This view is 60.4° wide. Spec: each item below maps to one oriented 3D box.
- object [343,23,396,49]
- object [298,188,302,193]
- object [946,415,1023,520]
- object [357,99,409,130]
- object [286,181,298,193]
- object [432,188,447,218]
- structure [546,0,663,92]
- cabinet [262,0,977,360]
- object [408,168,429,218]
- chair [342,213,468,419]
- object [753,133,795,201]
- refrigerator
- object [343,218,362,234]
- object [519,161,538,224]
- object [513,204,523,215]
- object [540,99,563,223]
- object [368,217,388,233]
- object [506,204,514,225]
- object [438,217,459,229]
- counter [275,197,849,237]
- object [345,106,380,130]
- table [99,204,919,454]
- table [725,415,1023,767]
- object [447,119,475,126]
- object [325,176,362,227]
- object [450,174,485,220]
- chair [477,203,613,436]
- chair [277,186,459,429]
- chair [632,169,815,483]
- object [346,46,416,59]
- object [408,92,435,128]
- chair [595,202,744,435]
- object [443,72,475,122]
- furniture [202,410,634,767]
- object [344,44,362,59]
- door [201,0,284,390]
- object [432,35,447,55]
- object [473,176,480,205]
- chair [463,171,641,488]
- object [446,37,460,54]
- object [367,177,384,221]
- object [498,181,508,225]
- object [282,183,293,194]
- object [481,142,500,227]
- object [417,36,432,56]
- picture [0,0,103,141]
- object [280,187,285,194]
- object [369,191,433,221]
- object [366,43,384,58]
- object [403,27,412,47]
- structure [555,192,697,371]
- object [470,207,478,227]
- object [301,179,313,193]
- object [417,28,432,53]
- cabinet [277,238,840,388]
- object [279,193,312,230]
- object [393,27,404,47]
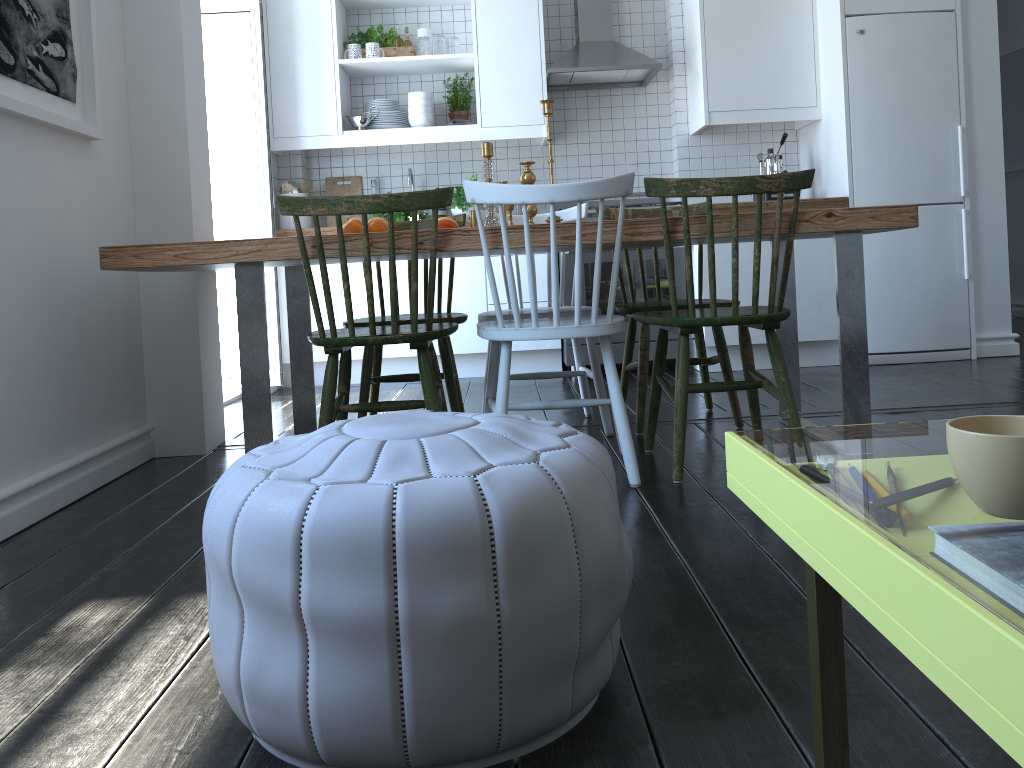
[{"bbox_3d":[-0.851,-2.006,5.222,0.347,0.254,0.164,-4,3,-11],"label":"object"},{"bbox_3d":[-1.214,-1.010,5.070,0.051,0.246,0.114,-4,2,-36],"label":"object"},{"bbox_3d":[0.374,0.064,0.657,0.086,0.066,0.087,0,6,27],"label":"object"},{"bbox_3d":[-0.762,-1.564,5.190,0.300,0.194,0.308,-3,6,1],"label":"object"},{"bbox_3d":[-1.242,-1.026,5.038,0.064,0.289,0.141,-4,2,-27],"label":"object"},{"bbox_3d":[-0.440,-1.067,5.303,0.085,0.230,0.085,-4,2,-36],"label":"object"},{"bbox_3d":[0.474,-2.410,5.093,0.633,1.301,0.530,-3,2,-1],"label":"structure"},{"bbox_3d":[0.496,-1.268,4.980,3.787,2.367,0.782,-3,1,3],"label":"cabinet"},{"bbox_3d":[-0.563,-1.101,5.220,0.189,0.352,0.275,-4,3,-24],"label":"object"},{"bbox_3d":[-0.383,-0.221,3.261,0.467,0.825,0.488,-3,3,-2],"label":"chair"},{"bbox_3d":[1.470,-1.182,4.876,0.206,0.369,0.355,-3,4,-1],"label":"object"},{"bbox_3d":[2.049,-1.047,4.849,0.576,1.797,0.683,-3,2,-1],"label":"refrigerator"},{"bbox_3d":[-0.533,-0.517,2.985,0.088,0.090,0.084,-4,4,-11],"label":"object"},{"bbox_3d":[0.057,-0.628,2.989,0.101,0.247,0.101,-2,2,23],"label":"object"},{"bbox_3d":[0.034,-1.067,5.316,0.059,0.172,0.059,-3,2,13],"label":"object"},{"bbox_3d":[0.122,-0.681,2.747,0.114,0.409,0.113,-4,2,-39],"label":"object"},{"bbox_3d":[-0.451,-0.518,2.969,0.083,0.088,0.091,-1,5,26],"label":"object"},{"bbox_3d":[-0.007,-0.580,3.057,0.049,0.138,0.049,-3,2,-1],"label":"object"},{"bbox_3d":[-0.230,-0.540,3.068,0.089,0.084,0.085,-2,4,12],"label":"object"},{"bbox_3d":[0.190,-0.903,4.949,3.098,0.073,0.853,-3,7,-1],"label":"counter"},{"bbox_3d":[-0.852,-1.506,5.015,0.209,0.134,0.102,-2,3,11],"label":"object"},{"bbox_3d":[0.009,-0.139,2.896,2.226,0.714,1.025,-3,5,-1],"label":"table"},{"bbox_3d":[0.960,0.256,0.731,1.400,0.398,0.605,-3,5,-1],"label":"table"},{"bbox_3d":[-0.310,-1.501,5.126,0.246,0.042,0.279,-4,7,-8],"label":"object"},{"bbox_3d":[-1.014,-1.091,5.329,0.220,0.329,0.041,-3,1,-1],"label":"object"},{"bbox_3d":[-0.235,-1.063,5.036,0.272,0.268,0.340,-4,5,-10],"label":"object"},{"bbox_3d":[0.096,-0.260,3.305,0.466,0.840,0.512,-3,3,-1],"label":"chair"},{"bbox_3d":[-0.373,-0.123,2.516,0.467,0.825,0.488,-3,3,-2],"label":"chair"},{"bbox_3d":[0.598,-0.179,2.551,0.467,0.825,0.488,-3,3,-2],"label":"chair"},{"bbox_3d":[-0.772,-1.924,5.223,0.393,0.103,0.154,-3,5,-1],"label":"object"},{"bbox_3d":[-0.528,-1.580,5.140,0.150,0.215,0.311,-3,5,-3],"label":"object"},{"bbox_3d":[0.588,-0.277,3.296,0.467,0.825,0.488,-3,3,-2],"label":"chair"},{"bbox_3d":[-0.310,-1.680,5.257,0.165,0.365,0.172,-2,2,36],"label":"object"},{"bbox_3d":[-0.133,0.259,1.307,0.610,0.418,0.619,-4,5,-6],"label":"furniture"},{"bbox_3d":[-0.909,-1.894,5.065,0.083,0.100,0.109,-5,5,-31],"label":"object"},{"bbox_3d":[-1.545,-0.979,4.601,0.586,2.021,0.105,-3,1,-7],"label":"door"},{"bbox_3d":[-0.417,-1.925,5.024,0.086,0.119,0.086,-2,3,22],"label":"object"},{"bbox_3d":[-0.217,-1.102,5.264,0.066,0.282,0.066,-3,1,-6],"label":"object"},{"bbox_3d":[0.118,-0.156,2.507,0.466,0.840,0.512,-3,3,-1],"label":"chair"},{"bbox_3d":[-0.340,-1.936,5.079,0.086,0.119,0.086,-5,4,-32],"label":"object"},{"bbox_3d":[-0.826,-1.091,5.301,0.098,0.317,0.098,-3,1,-1],"label":"object"},{"bbox_3d":[-0.024,-0.549,2.739,0.080,0.160,0.080,-5,3,-44],"label":"object"},{"bbox_3d":[-1.278,-1.004,4.999,0.054,0.262,0.149,-4,2,-26],"label":"object"},{"bbox_3d":[-0.074,-0.642,2.909,0.140,0.310,0.141,-1,3,42],"label":"object"},{"bbox_3d":[-0.502,-1.922,5.038,0.086,0.119,0.086,-2,3,22],"label":"object"},{"bbox_3d":[-1.354,-1.167,2.438,0.083,0.885,0.691,-3,3,-1],"label":"picture"},{"bbox_3d":[-1.271,-1.002,5.023,0.117,0.251,0.061,-2,2,29],"label":"object"},{"bbox_3d":[-0.608,-0.943,5.010,0.471,0.306,0.284,-6,5,-28],"label":"object"},{"bbox_3d":[-0.786,-1.899,5.051,0.108,0.100,0.083,-4,4,-12],"label":"object"},{"bbox_3d":[-0.622,-2.012,5.255,0.056,0.233,0.056,-3,1,2],"label":"object"},{"bbox_3d":[0.615,-0.604,5.023,0.700,1.016,0.726,-3,3,-1],"label":"structure"},{"bbox_3d":[-0.131,-0.557,3.028,0.103,0.114,0.102,-4,4,-15],"label":"object"},{"bbox_3d":[-1.207,-1.033,5.067,0.131,0.295,0.056,-4,1,-21],"label":"object"},{"bbox_3d":[-0.518,-1.999,5.248,0.085,0.221,0.085,-3,2,6],"label":"object"},{"bbox_3d":[0.219,-0.479,5.013,3.180,0.813,0.734,-2,4,7],"label":"cabinet"},{"bbox_3d":[-1.238,-0.979,5.029,0.174,0.207,0.175,-3,4,4],"label":"object"},{"bbox_3d":[-0.671,-2.000,5.211,0.060,0.224,0.060,-3,1,-18],"label":"object"}]
